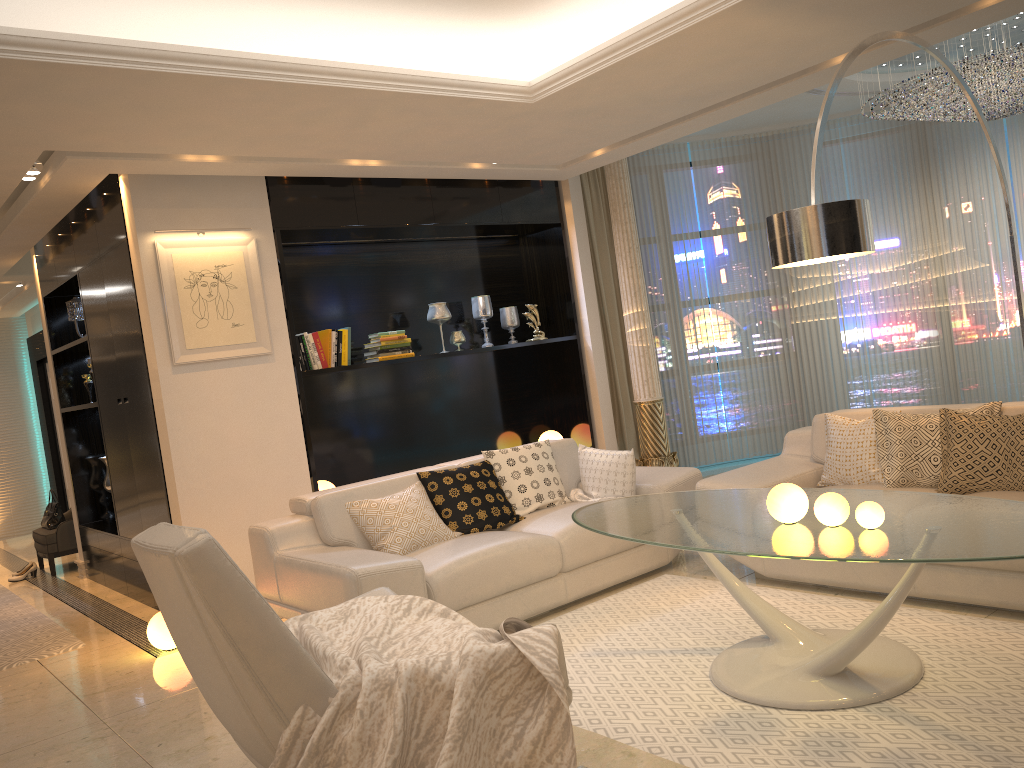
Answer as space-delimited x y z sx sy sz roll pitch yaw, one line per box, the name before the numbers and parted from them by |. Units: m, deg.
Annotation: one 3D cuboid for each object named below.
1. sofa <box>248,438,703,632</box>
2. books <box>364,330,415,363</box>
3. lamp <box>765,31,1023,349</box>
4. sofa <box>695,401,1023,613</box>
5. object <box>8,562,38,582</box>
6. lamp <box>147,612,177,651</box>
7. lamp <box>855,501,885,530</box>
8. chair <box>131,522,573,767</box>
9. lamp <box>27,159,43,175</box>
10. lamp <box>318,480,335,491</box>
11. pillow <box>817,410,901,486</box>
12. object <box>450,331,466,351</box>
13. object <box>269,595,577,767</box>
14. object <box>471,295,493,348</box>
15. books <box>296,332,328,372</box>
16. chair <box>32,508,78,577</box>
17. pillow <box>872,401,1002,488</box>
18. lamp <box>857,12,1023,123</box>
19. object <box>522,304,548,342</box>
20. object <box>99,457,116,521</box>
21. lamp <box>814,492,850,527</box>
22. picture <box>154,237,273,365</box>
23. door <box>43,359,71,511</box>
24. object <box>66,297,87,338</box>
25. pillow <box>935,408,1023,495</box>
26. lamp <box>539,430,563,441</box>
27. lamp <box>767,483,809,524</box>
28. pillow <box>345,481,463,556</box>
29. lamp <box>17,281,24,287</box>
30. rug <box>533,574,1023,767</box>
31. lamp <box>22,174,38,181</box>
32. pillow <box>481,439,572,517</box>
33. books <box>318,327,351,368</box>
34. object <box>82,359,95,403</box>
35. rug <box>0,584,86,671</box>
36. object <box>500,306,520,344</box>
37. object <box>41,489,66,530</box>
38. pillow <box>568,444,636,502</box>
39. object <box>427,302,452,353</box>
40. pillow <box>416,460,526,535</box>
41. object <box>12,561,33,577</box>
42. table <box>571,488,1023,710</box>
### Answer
sofa | -0.105 0.806 4.868 2.328 0.754 1.145 -10 2 -38
books | -0.883 -0.268 6.340 0.296 0.197 0.260 -9 2 -36
lamp | 1.898 -0.346 4.034 2.009 2.519 0.393 -10 2 -38
sofa | 2.108 0.514 4.133 1.145 0.754 2.328 -10 2 -38
object | -4.204 1.619 7.620 0.235 0.135 0.084 -9 2 -36
lamp | -1.866 1.333 4.812 0.213 0.214 0.212 -8 2 1
lamp | 1.180 0.432 2.923 0.090 0.091 0.090 -8 2 12
chair | -0.516 0.817 2.643 0.983 0.991 1.027 -10 2 -39
lamp | -2.621 -1.205 4.836 0.107 0.127 0.107 -7 2 33
lamp | -1.291 0.762 6.028 0.213 0.214 0.212 -8 2 1
pillow | 1.794 0.339 4.580 0.222 0.380 0.463 -9 2 -34
object | -0.413 -0.325 6.770 0.119 0.154 0.119 -9 2 -28
object | -0.319 0.993 2.520 0.972 0.580 1.347 -8 2 -1
object | -0.221 -0.487 7.077 0.156 0.426 0.156 -9 2 -33
books | -1.394 -0.215 5.899 0.240 0.270 0.208 -10 2 -38
chair | -3.928 1.179 7.993 0.702 0.898 0.625 -10 2 -37
pillow | 2.061 0.309 4.285 0.587 0.429 0.288 -7 2 27
lamp | 3.382 -2.191 6.141 2.109 0.685 2.109 -8 2 7
object | 0.176 -0.490 7.066 0.182 0.293 0.116 -10 2 -41
object | -3.208 0.843 7.228 0.221 0.522 0.221 -9 2 -33
lamp | 1.093 0.428 3.031 0.115 0.115 0.115 -9 2 -13
picture | -1.782 -0.511 5.328 0.610 0.729 0.027 -10 2 -38
door | -5.029 0.697 10.007 0.089 2.034 0.919 -10 2 -38
object | -3.290 -0.490 6.746 0.155 0.347 0.155 -7 2 32
pillow | 2.200 0.294 3.989 0.301 0.436 0.575 -9 2 -32
lamp | 0.323 0.490 7.316 0.212 0.214 0.213 -8 2 12
lamp | 0.984 0.426 3.167 0.143 0.143 0.143 -7 2 36
pillow | -0.553 0.707 4.570 0.521 0.329 0.351 -10 2 -38
lamp | -4.819 -1.015 8.646 0.107 0.127 0.107 -7 2 33
rug | 1.112 1.060 3.270 1.661 0.020 2.900 -10 2 -38
lamp | -2.700 -1.197 4.937 0.107 0.127 0.107 -7 2 33
pillow | 0.116 0.542 5.176 0.526 0.399 0.255 -10 2 -38
books | -1.217 -0.241 6.046 0.210 0.261 0.212 -10 2 -38
object | -3.321 -0.022 7.005 0.176 0.361 0.079 -7 2 33
rug | -4.596 1.766 6.640 1.526 0.015 5.025 -10 2 -38
object | -0.009 -0.467 7.233 0.147 0.317 0.147 -9 2 -36
object | -4.093 1.107 7.885 0.168 0.345 0.366 -10 2 -39
pillow | 0.502 0.516 5.156 0.281 0.325 0.521 -9 2 -29
object | -0.537 -0.420 6.695 0.181 0.381 0.181 -10 3 -44
pillow | -0.210 0.614 4.860 0.524 0.355 0.323 -10 2 -38
object | -4.291 1.625 7.793 0.235 0.135 0.084 -8 2 10
table | 1.062 0.768 3.286 0.999 0.565 2.140 -10 2 -39
